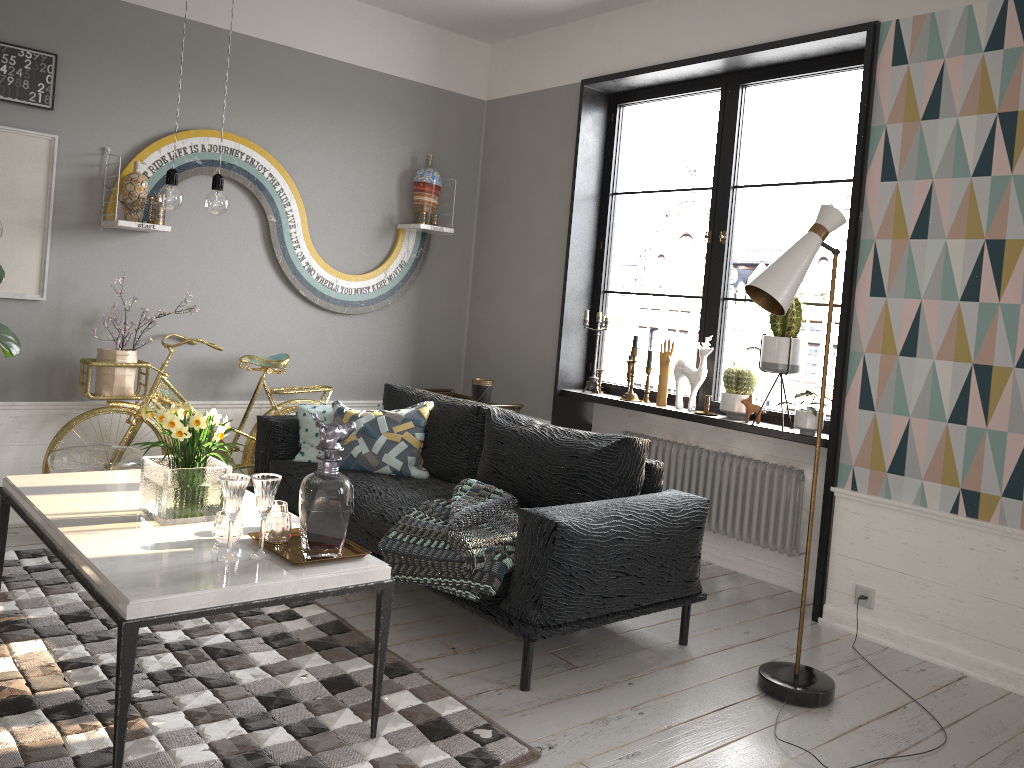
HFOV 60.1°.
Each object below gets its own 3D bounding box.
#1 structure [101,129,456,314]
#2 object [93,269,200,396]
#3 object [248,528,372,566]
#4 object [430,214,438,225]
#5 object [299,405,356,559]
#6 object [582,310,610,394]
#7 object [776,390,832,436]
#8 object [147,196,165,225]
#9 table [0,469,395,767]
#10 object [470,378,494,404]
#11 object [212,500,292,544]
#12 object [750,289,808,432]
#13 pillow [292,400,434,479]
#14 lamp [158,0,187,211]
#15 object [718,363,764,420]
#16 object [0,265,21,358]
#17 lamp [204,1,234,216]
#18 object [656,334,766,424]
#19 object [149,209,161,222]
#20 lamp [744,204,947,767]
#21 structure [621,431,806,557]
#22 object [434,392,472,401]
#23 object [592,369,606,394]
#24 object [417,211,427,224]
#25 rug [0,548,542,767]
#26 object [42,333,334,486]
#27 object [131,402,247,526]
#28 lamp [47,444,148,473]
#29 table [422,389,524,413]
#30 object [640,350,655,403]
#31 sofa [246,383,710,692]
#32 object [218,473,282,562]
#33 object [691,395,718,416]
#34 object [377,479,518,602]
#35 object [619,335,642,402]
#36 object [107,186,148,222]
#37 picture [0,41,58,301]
[{"bbox_3d":[-1.214,-0.890,4.999,2.019,0.953,0.268,1,3,-40],"label":"structure"},{"bbox_3d":[-1.827,-0.248,4.427,0.487,0.640,0.254,4,2,-22],"label":"object"},{"bbox_3d":[-0.591,0.468,2.569,0.246,0.015,0.320,1,7,-40],"label":"object"},{"bbox_3d":[-0.482,-1.017,5.476,0.050,0.058,0.050,7,4,39],"label":"object"},{"bbox_3d":[-0.524,0.277,2.523,0.155,0.416,0.149,4,2,-21],"label":"object"},{"bbox_3d":[0.473,-0.190,5.175,0.145,0.489,0.162,5,2,-4],"label":"object"},{"bbox_3d":[1.338,0.128,4.010,0.246,0.203,0.171,2,4,-38],"label":"object"},{"bbox_3d":[-1.783,-0.867,4.439,0.086,0.139,0.085,7,3,42],"label":"object"},{"bbox_3d":[-1.091,0.670,2.813,0.731,0.510,1.463,2,6,-40],"label":"table"},{"bbox_3d":[-0.182,0.054,5.323,0.141,0.160,0.139,5,3,-2],"label":"object"},{"bbox_3d":[-0.710,0.423,2.619,0.247,0.087,0.279,7,5,28],"label":"object"},{"bbox_3d":[1.268,-0.124,4.154,0.236,0.669,0.228,6,2,20],"label":"object"},{"bbox_3d":[-0.728,0.242,4.436,0.801,0.361,0.443,8,4,32],"label":"pillow"},{"bbox_3d":[-1.237,-1.276,2.169,0.074,1.533,1.396,5,3,19],"label":"lamp"},{"bbox_3d":[1.142,0.033,4.450,0.235,0.282,0.213,6,3,24],"label":"object"},{"bbox_3d":[-2.489,-0.261,3.888,0.567,1.148,0.416,5,2,-1],"label":"object"},{"bbox_3d":[-1.103,-1.268,2.203,0.074,1.533,1.396,5,3,19],"label":"lamp"},{"bbox_3d":[1.010,-0.043,4.539,0.134,0.409,0.665,4,4,-39],"label":"object"},{"bbox_3d":[-1.817,-0.849,4.515,0.062,0.081,0.062,6,3,25],"label":"object"},{"bbox_3d":[1.306,0.249,3.107,1.244,1.699,0.682,3,3,-42],"label":"lamp"},{"bbox_3d":[1.017,0.555,4.699,0.148,0.427,1.229,4,4,-42],"label":"structure"},{"bbox_3d":[-0.386,0.081,5.621,0.246,0.015,0.320,1,7,-40],"label":"object"},{"bbox_3d":[0.519,-0.022,5.231,0.084,0.151,0.085,3,3,-36],"label":"object"},{"bbox_3d":[-0.555,-1.022,5.458,0.060,0.079,0.060,7,3,38],"label":"object"},{"bbox_3d":[-1.376,0.879,2.889,1.767,0.034,2.539,1,7,-40],"label":"rug"},{"bbox_3d":[-1.575,0.229,4.712,0.428,0.967,1.624,7,4,41],"label":"object"},{"bbox_3d":[-1.031,0.241,2.816,0.324,0.350,0.353,3,4,-38],"label":"object"},{"bbox_3d":[-1.950,0.510,4.154,0.432,0.437,0.434,4,3,-9],"label":"lamp"},{"bbox_3d":[-0.316,0.413,5.510,0.338,0.678,0.746,3,4,-40],"label":"table"},{"bbox_3d":[0.757,-0.048,4.907,0.075,0.300,0.076,5,1,-10],"label":"object"},{"bbox_3d":[-0.306,0.497,3.999,0.968,0.796,2.352,2,5,-41],"label":"sofa"},{"bbox_3d":[-0.725,0.365,2.430,0.167,0.226,0.082,4,2,-29],"label":"object"},{"bbox_3d":[0.998,0.108,4.528,0.123,0.099,0.123,4,4,-18],"label":"object"},{"bbox_3d":[-0.143,0.593,3.348,0.489,0.328,0.669,1,6,-45],"label":"object"},{"bbox_3d":[0.676,-0.094,4.928,0.123,0.375,0.123,4,2,-36],"label":"object"},{"bbox_3d":[-1.885,-0.878,4.334,0.197,0.165,0.060,5,2,-6],"label":"object"},{"bbox_3d":[-3.731,-0.725,0.420,7.281,1.791,4.058,1,6,-40],"label":"picture"}]
